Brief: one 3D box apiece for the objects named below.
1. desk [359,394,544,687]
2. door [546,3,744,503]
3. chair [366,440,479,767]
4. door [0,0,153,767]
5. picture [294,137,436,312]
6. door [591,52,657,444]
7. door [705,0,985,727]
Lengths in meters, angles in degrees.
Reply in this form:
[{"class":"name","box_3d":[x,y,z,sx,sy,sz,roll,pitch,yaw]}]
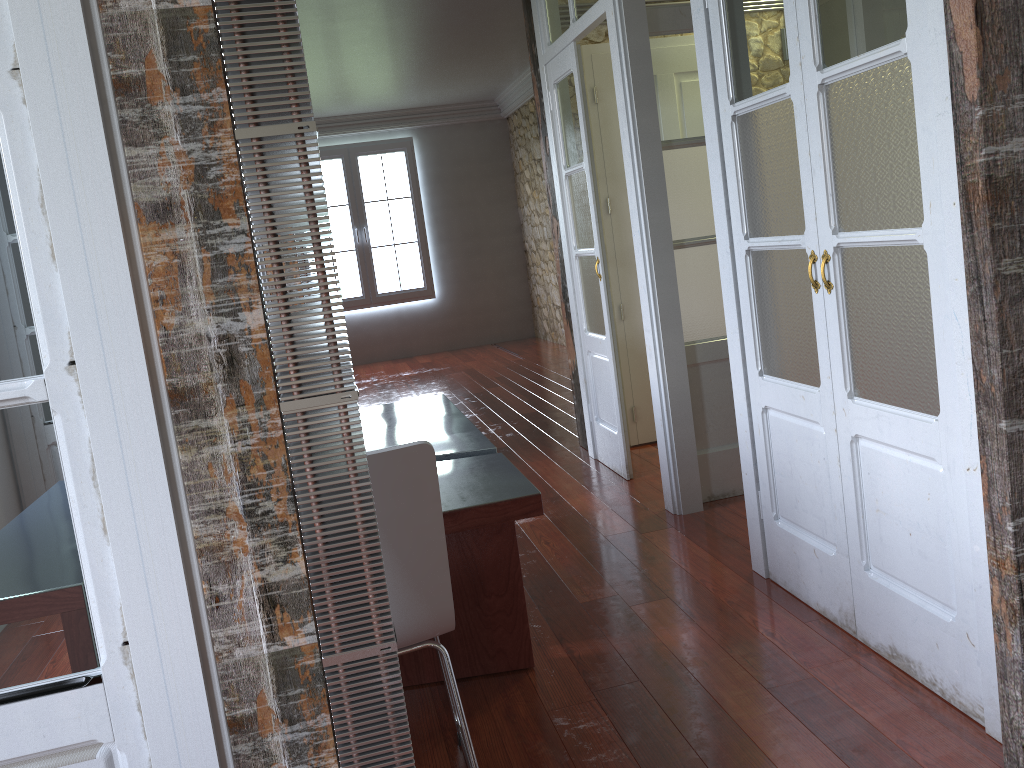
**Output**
[{"class":"desk","box_3d":[-0.767,0.595,2.911,1.448,0.650,1.721,-10,9,-11]},{"class":"door","box_3d":[0.520,-0.575,4.275,0.485,2.169,1.188,-13,8,-37]},{"class":"chair","box_3d":[-0.362,0.557,2.021,0.476,0.914,0.604,-9,7,-11]},{"class":"door","box_3d":[-1.123,0.153,1.202,1.162,2.168,0.041,-9,6,-12]},{"class":"picture","box_3d":[-1.839,-1.906,10.713,1.582,1.976,0.128,-9,6,-12]},{"class":"door","box_3d":[0.990,-0.808,5.113,0.870,2.205,0.146,-9,6,-12]},{"class":"door","box_3d":[0.876,-0.328,2.466,0.041,2.166,1.062,-9,7,-11]}]
